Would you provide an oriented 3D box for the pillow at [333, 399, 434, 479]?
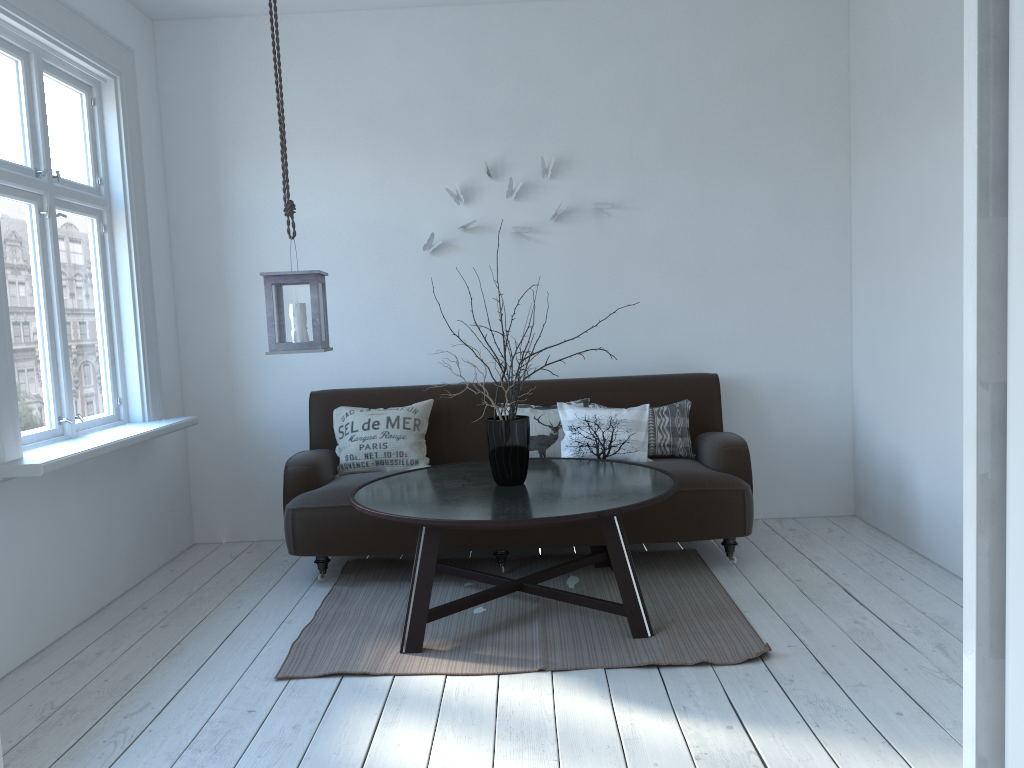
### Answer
[{"bbox_3d":[-0.650,0.276,4.463,0.519,0.368,0.238,-3,5,0],"label":"pillow"}]

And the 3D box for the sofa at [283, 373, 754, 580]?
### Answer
[{"bbox_3d":[0.023,0.421,4.363,2.165,0.826,0.967,-3,5,1],"label":"sofa"}]

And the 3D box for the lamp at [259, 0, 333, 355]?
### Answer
[{"bbox_3d":[-0.890,-1.004,3.478,0.228,1.765,0.228,-3,5,-3],"label":"lamp"}]

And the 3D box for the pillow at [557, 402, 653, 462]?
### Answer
[{"bbox_3d":[0.447,0.238,4.336,0.471,0.309,0.188,-3,5,1],"label":"pillow"}]

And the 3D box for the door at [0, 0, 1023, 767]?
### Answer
[{"bbox_3d":[-0.068,-0.150,0.924,2.598,2.509,0.576,-3,5,1],"label":"door"}]

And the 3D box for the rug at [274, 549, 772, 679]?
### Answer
[{"bbox_3d":[0.030,0.873,3.640,1.710,0.055,1.454,-3,4,1],"label":"rug"}]

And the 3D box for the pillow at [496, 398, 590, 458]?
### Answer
[{"bbox_3d":[0.156,0.255,4.416,0.473,0.348,0.158,-3,5,-1],"label":"pillow"}]

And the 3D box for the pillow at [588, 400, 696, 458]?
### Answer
[{"bbox_3d":[0.649,0.233,4.446,0.542,0.288,0.182,-3,5,2],"label":"pillow"}]

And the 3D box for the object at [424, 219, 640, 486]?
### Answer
[{"bbox_3d":[0.091,-0.127,3.458,0.845,1.068,0.525,-5,6,-28],"label":"object"}]

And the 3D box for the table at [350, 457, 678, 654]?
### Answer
[{"bbox_3d":[0.019,0.652,3.594,1.299,0.504,1.298,-3,4,-9],"label":"table"}]

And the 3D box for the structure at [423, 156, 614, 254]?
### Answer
[{"bbox_3d":[0.025,-0.954,4.701,1.025,0.479,0.085,-3,5,1],"label":"structure"}]

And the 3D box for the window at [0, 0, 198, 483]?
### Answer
[{"bbox_3d":[-15.405,-3.321,24.399,27.754,15.045,51.206,-3,4,1],"label":"window"}]
